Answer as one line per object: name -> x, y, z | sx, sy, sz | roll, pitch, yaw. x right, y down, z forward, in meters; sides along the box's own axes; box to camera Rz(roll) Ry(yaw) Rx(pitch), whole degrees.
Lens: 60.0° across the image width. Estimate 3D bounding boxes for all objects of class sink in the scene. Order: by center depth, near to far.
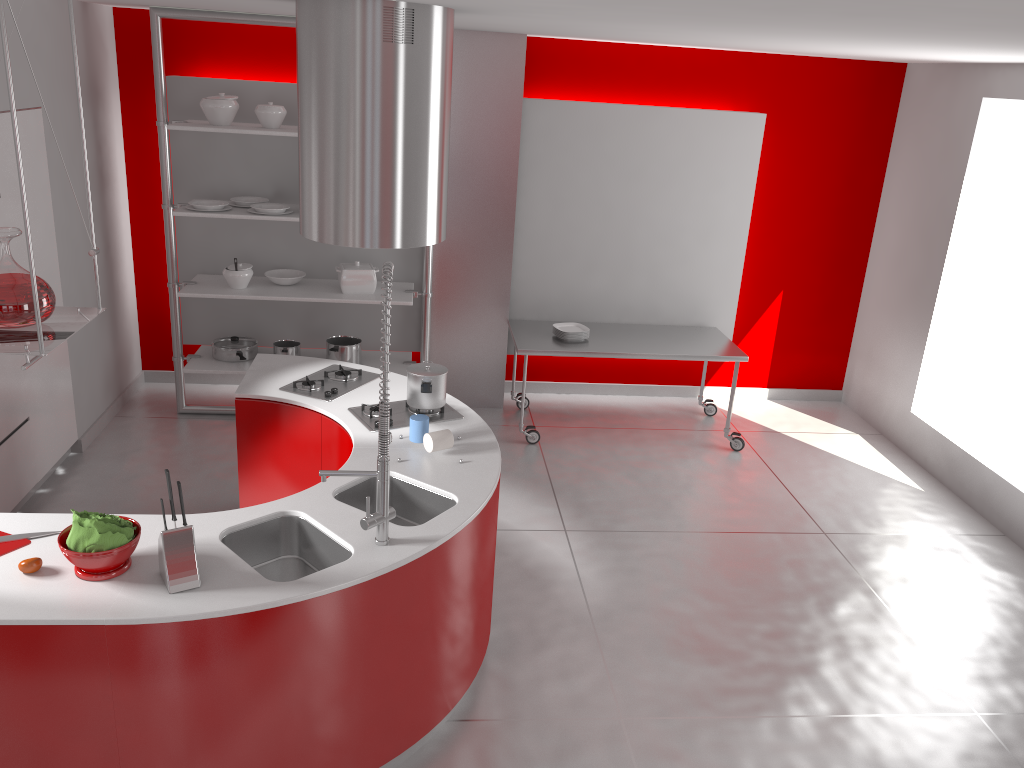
sink -> -0.745, 0.621, 2.938 | 0.326, 0.172, 0.428 | -15, 27, -42
sink -> -0.434, 0.514, 3.297 | 0.428, 0.172, 0.326 | 16, 23, 30

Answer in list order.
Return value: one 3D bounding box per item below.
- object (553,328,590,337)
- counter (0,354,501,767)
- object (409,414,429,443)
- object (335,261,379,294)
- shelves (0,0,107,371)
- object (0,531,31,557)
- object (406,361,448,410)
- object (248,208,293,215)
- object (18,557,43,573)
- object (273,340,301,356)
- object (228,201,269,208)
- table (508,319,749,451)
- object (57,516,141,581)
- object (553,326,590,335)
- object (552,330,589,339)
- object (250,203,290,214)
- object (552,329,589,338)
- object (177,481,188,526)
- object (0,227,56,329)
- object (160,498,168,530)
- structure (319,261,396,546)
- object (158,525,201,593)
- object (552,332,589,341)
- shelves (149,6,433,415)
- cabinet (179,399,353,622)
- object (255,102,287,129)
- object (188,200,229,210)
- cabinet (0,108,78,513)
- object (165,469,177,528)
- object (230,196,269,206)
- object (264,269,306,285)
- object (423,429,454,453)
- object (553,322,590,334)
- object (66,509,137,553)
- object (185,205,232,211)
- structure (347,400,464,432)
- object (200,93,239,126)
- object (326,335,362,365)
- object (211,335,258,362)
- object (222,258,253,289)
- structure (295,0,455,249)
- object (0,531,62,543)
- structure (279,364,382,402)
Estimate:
object -> 0.401, -0.357, 6.048 | 0.228, 0.020, 0.228 | -5, 21, -23
counter -> -1.147, 0.777, 3.422 | 1.868, 0.880, 2.865 | 14, 22, 26
object -> -0.395, 0.181, 3.712 | 0.080, 0.100, 0.109 | -9, 23, -31
object -> -1.034, -0.721, 5.914 | 0.282, 0.197, 0.235 | -2, 20, -16
shelves -> -1.641, -0.600, 2.269 | 0.934, 1.023, 0.462 | 2, 20, -6
object -> -1.671, 0.500, 2.778 | 0.266, 0.006, 0.168 | 11, 21, 19
object -> -0.388, 0.003, 4.036 | 0.189, 0.185, 0.218 | -14, 26, -41
object -> -1.527, -1.090, 5.608 | 0.280, 0.015, 0.280 | 12, 21, 22
object -> -1.439, 0.539, 2.650 | 0.064, 0.048, 0.063 | -6, 22, -27
object -> -1.530, -0.216, 6.033 | 0.196, 0.122, 0.182 | 20, 25, 39
object -> -1.718, -1.175, 5.811 | 0.280, 0.015, 0.280 | 15, 22, 28
table -> 0.784, -0.001, 6.259 | 1.627, 0.682, 0.749 | 2, 20, -5
object -> -1.241, 0.504, 2.682 | 0.229, 0.118, 0.228 | -10, 24, -33
object -> 0.402, -0.367, 6.045 | 0.228, 0.020, 0.228 | -5, 21, -23
object -> 0.400, -0.338, 6.055 | 0.228, 0.020, 0.228 | -5, 21, -23
object -> -1.526, -1.103, 5.604 | 0.244, 0.042, 0.244 | -4, 21, -21
object -> 0.400, -0.348, 6.051 | 0.228, 0.020, 0.228 | -5, 21, -23
object -> -0.975, 0.436, 2.645 | 0.012, 0.279, 0.130 | -10, 24, -33
object -> -1.376, -0.290, 2.428 | 0.213, 0.266, 0.213 | 11, 21, 20
object -> -1.020, 0.441, 2.616 | 0.009, 0.197, 0.091 | -10, 24, -33
structure -> -0.448, 0.075, 2.836 | 0.178, 0.920, 0.308 | 18, 24, 34
object -> -0.992, 0.502, 2.636 | 0.091, 0.178, 0.137 | -9, 23, -31
object -> 0.399, -0.329, 6.058 | 0.228, 0.020, 0.228 | -5, 21, -23
shelves -> -1.377, -0.997, 5.789 | 1.735, 2.599, 0.535 | 2, 20, -6
cabinet -> -1.417, 0.725, 3.422 | 1.025, 0.761, 1.875 | 19, 25, 36
object -> -1.496, -1.667, 5.500 | 0.192, 0.153, 0.192 | 6, 20, 7
object -> -1.906, -1.119, 5.576 | 0.244, 0.042, 0.244 | -4, 21, -21
cabinet -> -2.782, -0.130, 3.949 | 0.614, 2.026, 2.398 | 2, 20, -6
object -> -1.002, 0.422, 2.633 | 0.014, 0.322, 0.150 | -10, 24, -33
object -> -1.717, -1.188, 5.806 | 0.244, 0.042, 0.244 | -1, 20, -14
object -> -1.526, -0.708, 5.968 | 0.272, 0.072, 0.272 | -13, 26, -40
object -> -0.308, 0.227, 3.627 | 0.100, 0.080, 0.109 | -10, 24, -34
object -> 0.402, -0.377, 6.041 | 0.228, 0.020, 0.228 | -5, 21, -23
object -> -1.227, 0.454, 2.666 | 0.198, 0.182, 0.193 | 4, 20, -1
object -> -1.907, -1.106, 5.580 | 0.280, 0.015, 0.280 | 15, 22, 28
structure -> -0.482, 0.118, 4.027 | 0.457, 0.037, 0.303 | -8, 23, -30
object -> -1.799, -1.692, 5.459 | 0.231, 0.191, 0.231 | 17, 23, 32
object -> -1.147, -0.219, 6.055 | 0.240, 0.161, 0.259 | -4, 21, -22
object -> -1.897, -0.241, 6.021 | 0.308, 0.130, 0.407 | 4, 20, 1
object -> -1.785, -0.733, 5.776 | 0.192, 0.214, 0.192 | -3, 21, -19
structure -> -0.588, -1.114, 3.806 | 0.644, 0.958, 0.644 | -12, 25, -38
object -> -1.618, 0.490, 2.798 | 0.375, 0.008, 0.041 | -7, 22, -28
structure -> -0.883, -0.025, 4.350 | 0.303, 0.037, 0.457 | 12, 21, 22
